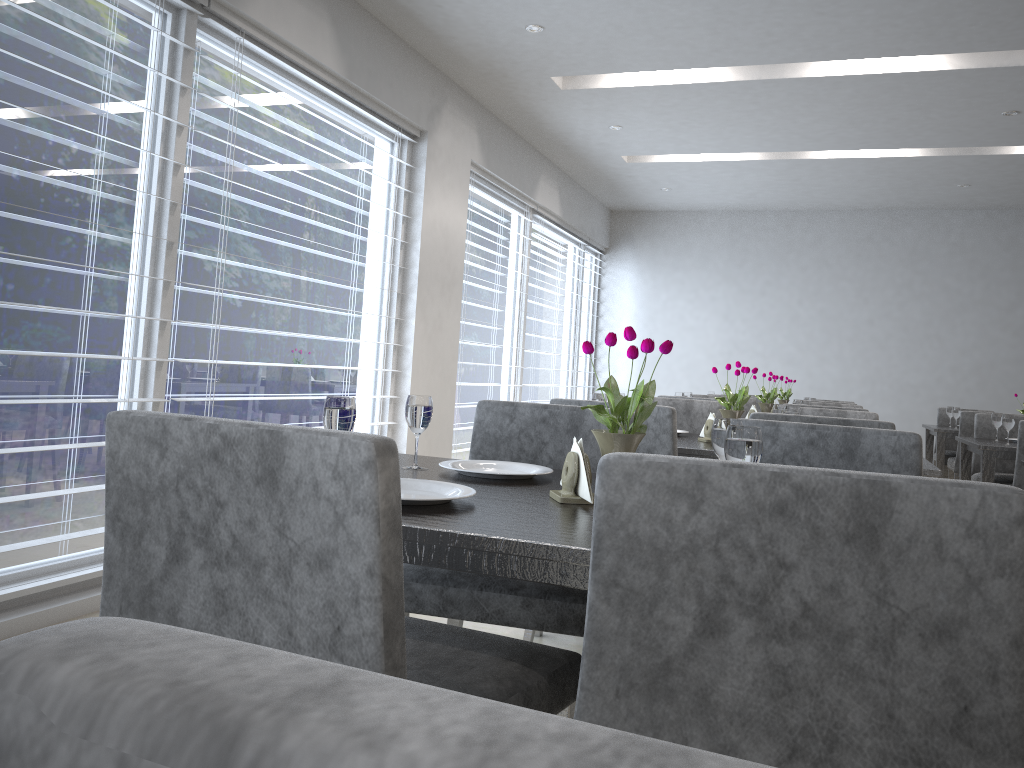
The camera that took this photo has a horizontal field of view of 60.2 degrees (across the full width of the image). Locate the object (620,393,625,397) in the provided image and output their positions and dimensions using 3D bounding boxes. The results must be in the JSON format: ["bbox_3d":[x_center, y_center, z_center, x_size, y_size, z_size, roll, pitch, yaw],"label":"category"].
[{"bbox_3d":[0.392,0.104,3.280,0.053,0.140,0.053,5,-3,-28],"label":"object"}]

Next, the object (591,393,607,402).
[{"bbox_3d":[0.294,0.102,3.007,0.053,0.140,0.053,5,-3,-28],"label":"object"}]

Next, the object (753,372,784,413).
[{"bbox_3d":[1.320,0.073,4.573,0.155,0.278,0.103,3,-3,17],"label":"object"}]

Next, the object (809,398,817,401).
[{"bbox_3d":[2.077,0.166,6.112,0.053,0.140,0.053,5,-3,-22],"label":"object"}]

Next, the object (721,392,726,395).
[{"bbox_3d":[1.571,0.129,6.551,0.053,0.140,0.053,5,-3,-22],"label":"object"}]

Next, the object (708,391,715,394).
[{"bbox_3d":[1.416,0.123,6.295,0.053,0.140,0.053,5,-3,-22],"label":"object"}]

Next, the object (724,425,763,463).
[{"bbox_3d":[0.326,0.130,1.251,0.053,0.140,0.053,5,-3,-22],"label":"object"}]

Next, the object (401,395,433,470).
[{"bbox_3d":[-0.181,0.092,1.690,0.053,0.140,0.053,5,-3,-28],"label":"object"}]

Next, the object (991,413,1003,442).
[{"bbox_3d":[2.383,0.212,4.344,0.053,0.140,0.053,5,-3,-22],"label":"object"}]

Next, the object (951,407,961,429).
[{"bbox_3d":[2.893,0.222,5.761,0.053,0.140,0.053,5,-3,-22],"label":"object"}]

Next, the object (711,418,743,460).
[{"bbox_3d":[0.362,0.128,1.493,0.053,0.140,0.053,5,-3,-28],"label":"object"}]

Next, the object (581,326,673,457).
[{"bbox_3d":[0.170,0.049,1.382,0.155,0.278,0.103,3,-3,17],"label":"object"}]

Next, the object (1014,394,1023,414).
[{"bbox_3d":[3.347,0.182,5.724,0.155,0.278,0.103,3,-3,17],"label":"object"}]

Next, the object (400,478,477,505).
[{"bbox_3d":[-0.161,0.161,1.308,0.217,0.015,0.216,4,1,20],"label":"object"}]

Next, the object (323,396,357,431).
[{"bbox_3d":[-0.279,0.090,1.416,0.053,0.140,0.053,5,-3,-22],"label":"object"}]

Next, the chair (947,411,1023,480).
[{"bbox_3d":[2.960,0.556,5.463,0.477,0.765,0.490,2,-3,25],"label":"chair"}]

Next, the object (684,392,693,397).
[{"bbox_3d":[0.970,0.116,4.883,0.053,0.140,0.053,5,-3,-22],"label":"object"}]

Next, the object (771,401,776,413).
[{"bbox_3d":[1.854,0.170,6.255,0.070,0.100,0.203,4,0,-10],"label":"object"}]

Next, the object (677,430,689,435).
[{"bbox_3d":[0.542,0.175,3.257,0.217,0.015,0.216,4,1,20],"label":"object"}]

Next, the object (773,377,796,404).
[{"bbox_3d":[1.921,0.086,6.243,0.155,0.278,0.103,3,-3,17],"label":"object"}]

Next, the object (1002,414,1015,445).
[{"bbox_3d":[2.285,0.210,4.071,0.053,0.140,0.053,5,-3,-22],"label":"object"}]

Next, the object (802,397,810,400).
[{"bbox_3d":[2.113,0.165,6.354,0.053,0.140,0.053,5,-3,-22],"label":"object"}]

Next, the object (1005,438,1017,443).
[{"bbox_3d":[2.545,0.284,4.342,0.217,0.015,0.216,4,1,0],"label":"object"}]

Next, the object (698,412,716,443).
[{"bbox_3d":[0.675,0.145,2.982,0.070,0.100,0.203,4,0,-10],"label":"object"}]

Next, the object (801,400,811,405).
[{"bbox_3d":[1.476,0.154,4.444,0.053,0.140,0.053,5,-3,-22],"label":"object"}]

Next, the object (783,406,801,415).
[{"bbox_3d":[0.898,0.142,2.842,0.053,0.140,0.053,5,-3,-28],"label":"object"}]

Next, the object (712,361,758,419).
[{"bbox_3d":[0.742,0.061,2.970,0.155,0.278,0.103,3,-3,17],"label":"object"}]

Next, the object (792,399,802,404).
[{"bbox_3d":[1.512,0.152,4.686,0.053,0.140,0.053,5,-3,-22],"label":"object"}]

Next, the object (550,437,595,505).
[{"bbox_3d":[0.103,0.133,1.394,0.070,0.100,0.203,4,0,-10],"label":"object"}]

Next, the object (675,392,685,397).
[{"bbox_3d":[0.871,0.114,4.609,0.053,0.140,0.053,5,-3,-22],"label":"object"}]

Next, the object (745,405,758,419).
[{"bbox_3d":[1.252,0.158,4.585,0.070,0.100,0.203,4,0,-10],"label":"object"}]

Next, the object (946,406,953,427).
[{"bbox_3d":[2.992,0.224,6.034,0.053,0.140,0.053,5,-3,-22],"label":"object"}]

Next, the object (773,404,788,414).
[{"bbox_3d":[0.935,0.140,3.083,0.053,0.140,0.053,5,-3,-28],"label":"object"}]

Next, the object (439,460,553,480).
[{"bbox_3d":[-0.030,0.163,1.669,0.217,0.015,0.216,4,1,20],"label":"object"}]
